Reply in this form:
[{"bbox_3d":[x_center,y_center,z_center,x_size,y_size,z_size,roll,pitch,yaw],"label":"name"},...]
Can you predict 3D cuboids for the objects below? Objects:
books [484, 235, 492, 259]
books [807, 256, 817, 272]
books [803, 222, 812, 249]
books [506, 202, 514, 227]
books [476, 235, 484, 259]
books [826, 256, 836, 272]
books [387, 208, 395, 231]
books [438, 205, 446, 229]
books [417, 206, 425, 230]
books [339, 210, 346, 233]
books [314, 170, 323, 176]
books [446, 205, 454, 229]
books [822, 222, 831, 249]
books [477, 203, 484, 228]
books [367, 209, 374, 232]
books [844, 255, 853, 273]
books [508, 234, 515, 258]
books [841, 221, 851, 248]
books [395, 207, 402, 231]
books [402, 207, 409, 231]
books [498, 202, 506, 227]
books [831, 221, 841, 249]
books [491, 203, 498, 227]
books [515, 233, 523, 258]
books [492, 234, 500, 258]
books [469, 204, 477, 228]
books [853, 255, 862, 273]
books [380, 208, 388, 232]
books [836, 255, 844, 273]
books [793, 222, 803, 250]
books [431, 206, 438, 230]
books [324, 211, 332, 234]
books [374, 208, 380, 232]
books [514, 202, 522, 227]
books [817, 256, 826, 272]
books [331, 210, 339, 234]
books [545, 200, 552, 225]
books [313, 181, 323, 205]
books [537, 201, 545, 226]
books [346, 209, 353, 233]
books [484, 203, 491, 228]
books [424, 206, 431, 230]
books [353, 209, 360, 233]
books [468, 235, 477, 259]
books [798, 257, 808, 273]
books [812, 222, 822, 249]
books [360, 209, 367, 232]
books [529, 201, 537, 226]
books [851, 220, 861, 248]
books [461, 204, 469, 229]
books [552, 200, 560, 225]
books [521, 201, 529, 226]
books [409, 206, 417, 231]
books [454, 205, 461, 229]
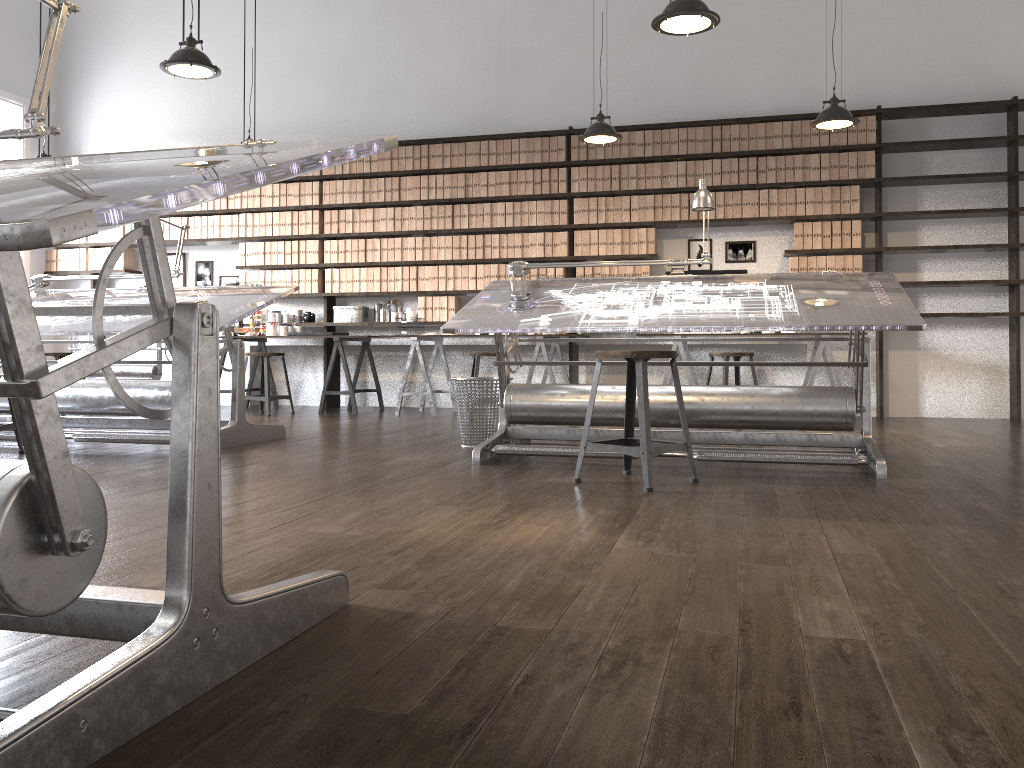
[{"bbox_3d":[-0.189,-1.206,7.879,0.067,0.226,0.174,0,0,15],"label":"books"},{"bbox_3d":[2.427,-0.912,7.172,0.067,0.226,0.174,0,0,15],"label":"books"},{"bbox_3d":[2.396,-1.188,7.184,0.067,0.226,0.174,0,0,15],"label":"books"},{"bbox_3d":[-0.001,-1.481,7.828,0.067,0.226,0.174,0,0,15],"label":"books"},{"bbox_3d":[-0.263,-1.206,7.893,0.067,0.226,0.174,0,0,15],"label":"books"},{"bbox_3d":[2.562,-0.911,7.128,0.067,0.226,0.174,0,0,15],"label":"books"},{"bbox_3d":[-1.077,-1.491,8.117,0.067,0.226,0.174,0,0,15],"label":"books"},{"bbox_3d":[-0.609,-1.487,7.997,0.067,0.226,0.174,0,0,15],"label":"books"},{"bbox_3d":[-0.805,-1.489,8.043,0.067,0.226,0.174,0,0,15],"label":"books"},{"bbox_3d":[-1.542,-1.496,8.248,0.067,0.226,0.174,0,0,15],"label":"books"},{"bbox_3d":[-1.792,-2.051,8.319,0.067,0.226,0.174,0,0,15],"label":"books"},{"bbox_3d":[-0.539,-1.486,7.973,0.067,0.226,0.174,0,0,15],"label":"books"},{"bbox_3d":[2.533,-1.187,7.148,0.067,0.226,0.174,0,0,15],"label":"books"},{"bbox_3d":[-0.259,-1.484,7.903,0.067,0.226,0.174,0,0,15],"label":"books"},{"bbox_3d":[-1.273,-1.493,8.169,0.067,0.226,0.174,0,0,15],"label":"books"},{"bbox_3d":[2.689,-0.910,7.098,0.067,0.226,0.174,0,0,15],"label":"books"},{"bbox_3d":[0.016,-1.204,7.823,0.067,0.226,0.174,0,0,15],"label":"books"},{"bbox_3d":[2.677,-1.185,7.109,0.067,0.226,0.174,0,0,15],"label":"books"},{"bbox_3d":[-1.008,-1.491,8.103,0.067,0.226,0.174,0,0,15],"label":"books"},{"bbox_3d":[-0.940,-1.490,8.087,0.067,0.226,0.174,0,0,15],"label":"books"},{"bbox_3d":[-0.070,-1.482,7.849,0.067,0.226,0.174,0,0,15],"label":"books"},{"bbox_3d":[2.604,-1.186,7.123,0.067,0.226,0.174,0,0,15],"label":"books"},{"bbox_3d":[-0.130,-1.483,7.867,0.067,0.226,0.174,0,0,15],"label":"books"},{"bbox_3d":[0.080,-1.203,7.800,0.067,0.226,0.174,0,0,15],"label":"books"},{"bbox_3d":[-0.122,-1.205,7.856,0.067,0.226,0.174,0,0,15],"label":"books"},{"bbox_3d":[-0.328,-1.484,7.921,0.067,0.226,0.174,0,0,15],"label":"books"},{"bbox_3d":[2.757,-0.909,7.081,0.067,0.226,0.174,0,0,15],"label":"books"},{"bbox_3d":[-1.147,-1.492,8.138,0.067,0.226,0.174,0,0,15],"label":"books"},{"bbox_3d":[2.626,-0.910,7.110,0.067,0.226,0.174,0,0,15],"label":"books"},{"bbox_3d":[2.328,-1.189,7.202,0.067,0.226,0.174,0,0,15],"label":"books"},{"bbox_3d":[-0.673,-1.488,8.012,0.067,0.226,0.174,0,0,15],"label":"books"},{"bbox_3d":[-1.686,-1.497,8.286,0.067,0.226,0.174,0,0,15],"label":"books"},{"bbox_3d":[-1.207,-1.493,8.156,0.067,0.226,0.174,0,0,15],"label":"books"},{"bbox_3d":[0.068,-1.481,7.814,0.067,0.226,0.174,0,0,15],"label":"books"},{"bbox_3d":[2.493,-0.912,7.150,0.067,0.226,0.174,0,0,15],"label":"books"},{"bbox_3d":[-1.616,-1.496,8.262,0.067,0.226,0.174,0,0,15],"label":"books"},{"bbox_3d":[0.336,-1.478,7.736,0.067,0.226,0.174,0,0,15],"label":"books"},{"bbox_3d":[-1.799,-1.773,8.317,0.067,0.226,0.174,0,0,15],"label":"books"},{"bbox_3d":[0.272,-1.479,7.753,0.067,0.226,0.174,0,0,15],"label":"books"},{"bbox_3d":[-1.474,-1.495,8.225,0.067,0.226,0.174,0,0,15],"label":"books"},{"bbox_3d":[-0.196,-1.483,7.880,0.067,0.226,0.174,0,0,15],"label":"books"},{"bbox_3d":[-0.735,-1.488,8.024,0.067,0.226,0.174,0,0,15],"label":"books"},{"bbox_3d":[-1.405,-1.494,8.210,0.067,0.226,0.174,0,0,15],"label":"books"},{"bbox_3d":[-0.333,-1.207,7.918,0.067,0.226,0.174,0,0,15],"label":"books"},{"bbox_3d":[2.359,-0.913,7.188,0.067,0.226,0.174,0,0,15],"label":"books"},{"bbox_3d":[2.464,-1.187,7.162,0.067,0.226,0.174,0,0,15],"label":"books"},{"bbox_3d":[-1.336,-1.494,8.192,0.067,0.226,0.174,0,0,15],"label":"books"},{"bbox_3d":[0.203,-1.479,7.776,0.067,0.226,0.174,0,0,15],"label":"books"},{"bbox_3d":[2.750,-1.185,7.087,0.067,0.226,0.174,0,0,15],"label":"books"},{"bbox_3d":[-0.397,-1.485,7.935,0.067,0.226,0.174,0,0,15],"label":"books"},{"bbox_3d":[0.398,-1.478,7.724,0.067,0.226,0.174,0,0,15],"label":"books"},{"bbox_3d":[0.136,-1.480,7.797,0.067,0.226,0.174,0,0,15],"label":"books"},{"bbox_3d":[-0.874,-1.489,8.065,0.067,0.226,0.174,0,0,15],"label":"books"},{"bbox_3d":[-0.465,-1.486,7.958,0.067,0.226,0.174,0,0,15],"label":"books"}]
